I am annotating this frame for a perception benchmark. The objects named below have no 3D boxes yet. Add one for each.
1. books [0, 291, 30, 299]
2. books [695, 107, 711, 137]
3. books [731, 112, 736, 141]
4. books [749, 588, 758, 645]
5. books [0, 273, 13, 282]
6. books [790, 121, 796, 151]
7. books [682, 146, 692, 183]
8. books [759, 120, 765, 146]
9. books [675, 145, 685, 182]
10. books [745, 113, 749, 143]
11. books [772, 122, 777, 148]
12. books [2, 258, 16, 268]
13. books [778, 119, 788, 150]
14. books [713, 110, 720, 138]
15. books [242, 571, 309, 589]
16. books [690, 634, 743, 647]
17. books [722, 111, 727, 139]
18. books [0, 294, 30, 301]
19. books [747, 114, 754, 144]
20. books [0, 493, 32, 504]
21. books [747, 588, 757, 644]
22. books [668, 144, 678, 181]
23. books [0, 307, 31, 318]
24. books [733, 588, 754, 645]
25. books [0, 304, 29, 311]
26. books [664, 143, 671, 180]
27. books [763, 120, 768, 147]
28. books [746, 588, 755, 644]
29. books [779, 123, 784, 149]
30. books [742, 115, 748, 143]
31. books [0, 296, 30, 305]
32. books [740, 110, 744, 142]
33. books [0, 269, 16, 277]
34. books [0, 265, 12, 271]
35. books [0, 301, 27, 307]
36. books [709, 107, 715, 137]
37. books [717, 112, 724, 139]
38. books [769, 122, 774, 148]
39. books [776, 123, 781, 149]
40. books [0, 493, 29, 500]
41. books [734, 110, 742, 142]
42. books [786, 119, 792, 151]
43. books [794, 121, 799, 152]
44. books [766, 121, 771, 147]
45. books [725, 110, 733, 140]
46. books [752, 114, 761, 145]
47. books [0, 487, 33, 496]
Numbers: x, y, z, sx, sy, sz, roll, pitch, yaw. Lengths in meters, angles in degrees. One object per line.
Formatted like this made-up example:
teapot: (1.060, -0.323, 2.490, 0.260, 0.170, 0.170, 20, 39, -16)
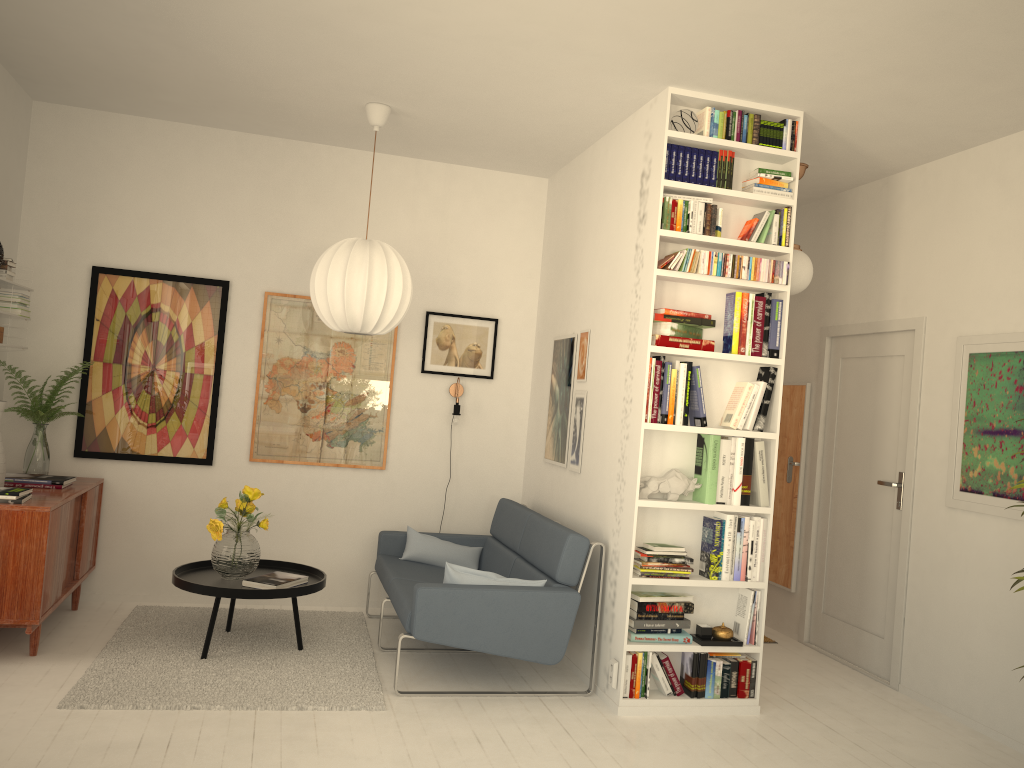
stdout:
books: (-2.691, -0.479, 4.757, 0.147, 0.016, 0.195, 5, -1, -17)
books: (0.908, -1.236, 4.267, 0.026, 0.149, 0.155, 5, -1, -15)
books: (1.030, -1.224, 4.317, 0.024, 0.148, 0.188, 5, -1, -15)
books: (1.141, 1.118, 4.327, 0.008, 0.256, 0.184, 5, -2, -15)
books: (-2.617, -0.542, 4.462, 0.159, 0.028, 0.147, 5, -1, -18)
books: (1.334, -1.197, 4.397, 0.021, 0.151, 0.228, 5, -1, -15)
books: (0.800, -1.027, 4.256, 0.034, 0.179, 0.188, 5, -1, -15)
books: (1.180, -1.202, 4.321, 0.017, 0.130, 0.150, 5, -1, -15)
books: (0.766, -1.030, 4.247, 0.034, 0.179, 0.188, 5, -1, -15)
books: (1.098, -1.220, 4.334, 0.009, 0.151, 0.208, 5, -1, -15)
books: (1.248, -1.196, 4.339, 0.017, 0.130, 0.150, 5, -1, -15)
books: (-2.598, -0.617, 4.457, 0.178, 0.036, 0.145, 5, -1, -21)
books: (1.302, -1.202, 4.353, 0.019, 0.157, 0.150, 5, -1, -15)
books: (0.946, -1.227, 4.268, 0.023, 0.137, 0.161, 5, -1, -15)
books: (-1.201, 1.002, 4.511, 0.200, 0.031, 0.289, 4, -1, 20)
books: (0.971, 1.220, 4.221, 0.214, 0.023, 0.130, 5, -1, -15)
books: (0.983, -1.225, 4.307, 0.018, 0.141, 0.206, 5, -1, -15)
books: (-2.698, -0.466, 4.757, 0.153, 0.013, 0.197, 5, -1, -12)
books: (1.115, -1.219, 4.350, 0.032, 0.154, 0.212, 5, -1, -15)
books: (-2.415, 0.522, 4.096, 0.320, 0.020, 0.237, 5, -1, -18)
books: (1.130, 1.118, 4.296, 0.033, 0.258, 0.130, 5, -2, -15)
books: (0.732, -1.033, 4.238, 0.034, 0.179, 0.188, 5, -1, -15)
books: (-2.705, -0.387, 4.754, 0.179, 0.038, 0.190, 5, -1, -15)
books: (1.103, 1.116, 4.323, 0.034, 0.257, 0.209, 5, -2, -15)
books: (-2.706, -0.416, 4.746, 0.168, 0.021, 0.197, 5, -1, -12)
books: (0.698, -1.036, 4.229, 0.034, 0.179, 0.188, 5, -1, -15)
books: (1.197, -1.201, 4.326, 0.017, 0.130, 0.150, 5, -1, -15)
books: (1.112, 1.117, 4.328, 0.030, 0.256, 0.198, 5, -2, -15)
books: (1.282, -1.193, 4.348, 0.017, 0.130, 0.150, 5, -1, -15)
books: (1.086, -1.214, 4.324, 0.019, 0.137, 0.201, 5, -1, -15)
books: (-2.701, -0.449, 4.749, 0.173, 0.023, 0.190, 5, -1, -15)
books: (1.070, -1.225, 4.330, 0.012, 0.158, 0.220, 5, -1, -15)
books: (-2.607, -0.566, 4.467, 0.158, 0.019, 0.131, 5, -1, -13)
books: (-2.613, -0.588, 4.458, 0.155, 0.024, 0.136, 5, -1, -22)
books: (-2.709, -0.432, 4.762, 0.147, 0.012, 0.195, 5, -1, -17)
books: (0.922, -1.233, 4.288, 0.013, 0.146, 0.208, 5, -1, -15)
books: (0.958, -1.222, 4.315, 0.025, 0.131, 0.253, 5, -1, -15)
books: (1.231, -1.198, 4.335, 0.017, 0.130, 0.150, 5, -1, -15)
books: (1.265, -1.195, 4.343, 0.017, 0.130, 0.150, 5, -1, -15)
books: (-2.423, 0.505, 4.094, 0.296, 0.015, 0.240, 5, -1, -15)
books: (1.051, -1.226, 4.330, 0.024, 0.156, 0.228, 5, -1, -15)
books: (1.313, -1.201, 4.395, 0.020, 0.156, 0.229, 5, -1, -15)
books: (1.345, -1.198, 4.422, 0.014, 0.154, 0.260, 5, -1, -15)
books: (1.214, -1.199, 4.330, 0.017, 0.130, 0.150, 5, -1, -15)
books: (1.009, -1.225, 4.295, 0.028, 0.147, 0.192, 5, -1, -15)
books: (1.150, -1.216, 4.343, 0.032, 0.152, 0.200, 5, -1, -15)
books: (-2.411, 0.491, 4.097, 0.311, 0.015, 0.192, 5, -1, -11)
